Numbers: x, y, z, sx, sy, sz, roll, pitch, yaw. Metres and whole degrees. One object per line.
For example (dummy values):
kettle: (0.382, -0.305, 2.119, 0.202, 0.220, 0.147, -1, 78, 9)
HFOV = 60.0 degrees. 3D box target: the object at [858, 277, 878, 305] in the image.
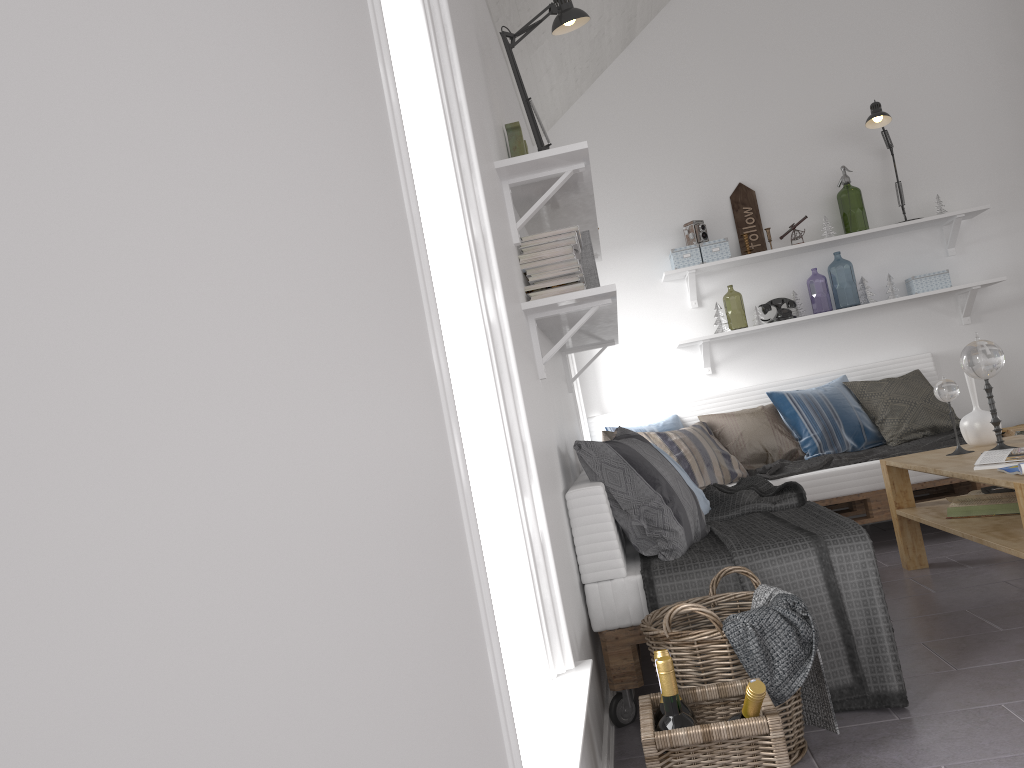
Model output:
object: (2.054, -0.542, 5.152, 0.103, 0.178, 0.097, -9, -4, -30)

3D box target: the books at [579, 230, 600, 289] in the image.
books: (0.191, -0.365, 3.009, 0.200, 0.271, 0.050, -11, -3, 7)

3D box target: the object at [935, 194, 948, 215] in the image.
object: (2.453, -1.021, 5.084, 0.073, 0.142, 0.072, -14, -4, 39)

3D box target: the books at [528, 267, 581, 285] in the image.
books: (0.144, -0.328, 2.833, 0.159, 0.012, 0.285, -11, -3, 7)

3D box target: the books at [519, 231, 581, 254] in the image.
books: (0.126, -0.434, 2.844, 0.182, 0.016, 0.288, -11, -3, 7)

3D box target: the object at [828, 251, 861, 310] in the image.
object: (1.905, -0.596, 5.107, 0.137, 0.335, 0.137, -10, -3, -4)

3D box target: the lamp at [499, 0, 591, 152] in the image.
lamp: (0.123, -0.993, 2.905, 0.196, 0.703, 0.439, -14, -5, 41)

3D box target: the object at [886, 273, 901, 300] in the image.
object: (2.180, -0.560, 5.105, 0.088, 0.161, 0.093, -12, -4, 16)

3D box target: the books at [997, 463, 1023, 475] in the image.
books: (1.698, 0.235, 2.746, 0.300, 0.043, 0.229, -11, -3, 10)

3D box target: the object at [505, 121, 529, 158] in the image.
object: (0.043, -0.761, 3.227, 0.052, 0.311, 0.330, -11, -3, 7)

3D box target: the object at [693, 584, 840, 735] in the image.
object: (0.589, 0.720, 2.233, 0.349, 0.356, 0.290, -11, -3, 1)

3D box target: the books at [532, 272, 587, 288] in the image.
books: (0.157, -0.317, 2.853, 0.161, 0.013, 0.256, -11, -3, 7)

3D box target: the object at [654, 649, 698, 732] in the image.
object: (0.361, 0.767, 1.925, 0.094, 0.361, 0.127, -11, -3, 6)

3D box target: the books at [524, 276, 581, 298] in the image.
books: (0.134, -0.298, 2.832, 0.182, 0.016, 0.288, -11, -3, 7)

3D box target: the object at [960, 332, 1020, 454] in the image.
object: (1.847, 0.029, 3.433, 0.155, 0.468, 0.155, -10, -4, -15)

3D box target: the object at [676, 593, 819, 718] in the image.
object: (0.585, 0.700, 2.175, 0.303, 0.332, 0.367, -8, -4, -38)

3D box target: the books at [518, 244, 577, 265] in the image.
books: (0.117, -0.389, 2.844, 0.180, 0.028, 0.296, -11, -3, 7)

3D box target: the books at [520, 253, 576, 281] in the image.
books: (0.121, -0.368, 2.847, 0.182, 0.016, 0.288, -11, -3, 7)

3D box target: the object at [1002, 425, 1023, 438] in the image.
object: (2.867, 0.226, 4.697, 0.562, 0.074, 0.095, -11, -3, 7)

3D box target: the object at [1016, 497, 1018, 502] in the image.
object: (1.896, 0.377, 3.031, 0.302, 0.161, 0.302, -11, -3, 3)

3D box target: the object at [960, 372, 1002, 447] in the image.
object: (1.949, 0.101, 3.721, 0.155, 0.325, 0.155, -9, -4, -23)

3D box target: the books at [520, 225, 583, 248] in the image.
books: (0.132, -0.452, 2.838, 0.182, 0.016, 0.288, -11, -3, 7)

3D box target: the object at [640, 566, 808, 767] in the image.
object: (0.543, 0.716, 2.232, 0.393, 0.432, 0.393, -10, -3, -7)

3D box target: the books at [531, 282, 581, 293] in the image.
books: (0.153, -0.287, 2.846, 0.161, 0.013, 0.254, -11, -3, 7)

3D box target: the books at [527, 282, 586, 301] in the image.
books: (0.153, -0.270, 2.819, 0.176, 0.025, 0.331, -11, -3, 7)

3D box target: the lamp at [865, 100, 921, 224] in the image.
lamp: (2.157, -1.252, 5.022, 0.196, 0.703, 0.439, -12, -4, 27)

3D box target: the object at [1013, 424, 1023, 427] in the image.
object: (2.891, 0.237, 4.883, 0.467, 0.063, 0.095, -11, -3, 6)

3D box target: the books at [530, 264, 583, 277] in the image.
books: (0.149, -0.341, 2.845, 0.161, 0.012, 0.254, -11, -3, 7)

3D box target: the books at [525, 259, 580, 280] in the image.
books: (0.139, -0.354, 2.853, 0.167, 0.017, 0.263, -11, -3, 7)

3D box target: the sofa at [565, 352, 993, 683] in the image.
sofa: (1.352, 0.415, 3.864, 2.017, 0.932, 2.855, -11, -3, 7)

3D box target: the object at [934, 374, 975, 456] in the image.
object: (1.791, 0.121, 3.614, 0.109, 0.329, 0.109, -9, -4, -25)

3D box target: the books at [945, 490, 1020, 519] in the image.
books: (1.922, 0.433, 3.454, 0.445, 0.079, 0.301, -8, -5, -43)

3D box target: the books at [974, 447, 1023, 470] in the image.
books: (1.819, 0.223, 3.031, 0.422, 0.049, 0.300, -8, -4, -39)

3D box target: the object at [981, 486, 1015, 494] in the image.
object: (1.937, 0.401, 3.427, 0.195, 0.029, 0.176, -12, -4, 16)

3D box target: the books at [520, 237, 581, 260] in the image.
books: (0.129, -0.415, 2.845, 0.174, 0.021, 0.273, -11, -3, 7)
